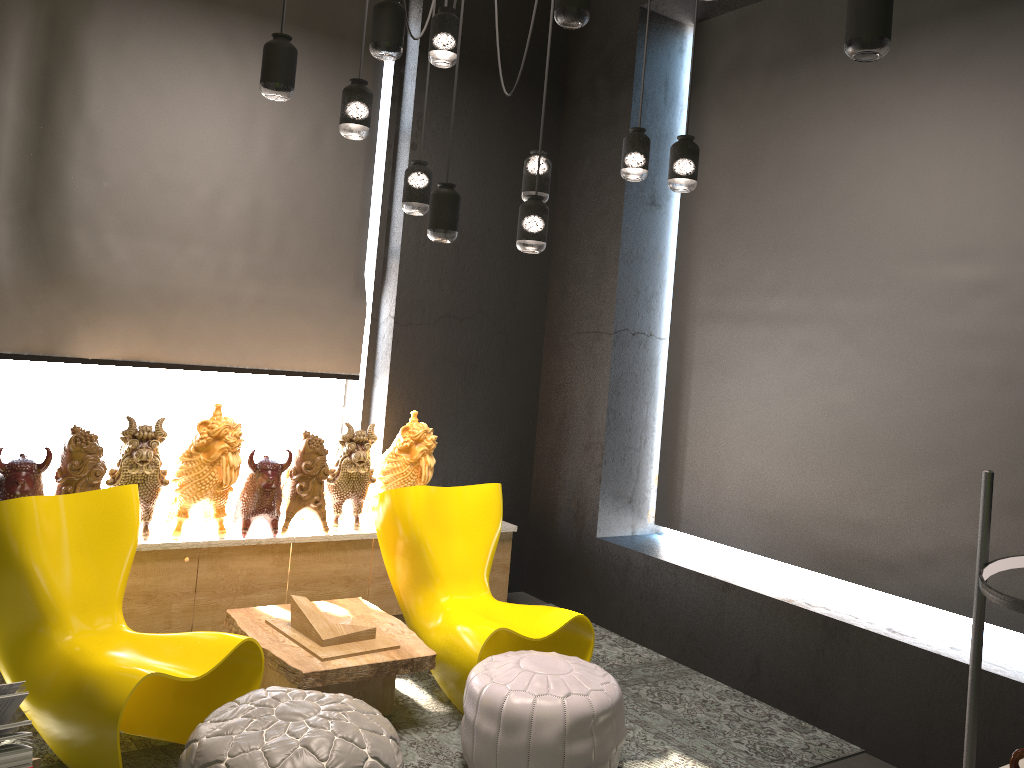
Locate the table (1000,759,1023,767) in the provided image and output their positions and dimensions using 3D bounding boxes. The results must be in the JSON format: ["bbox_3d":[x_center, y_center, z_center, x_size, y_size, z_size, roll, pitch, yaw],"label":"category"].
[{"bbox_3d":[1.689,0.915,0.473,0.984,0.120,2.912,4,2,-35],"label":"table"}]

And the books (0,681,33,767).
[{"bbox_3d":[-1.285,0.713,1.834,0.483,0.233,0.399,6,1,42],"label":"books"}]

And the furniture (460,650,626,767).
[{"bbox_3d":[0.117,1.253,3.306,0.613,0.420,0.611,4,1,-40],"label":"furniture"}]

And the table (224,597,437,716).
[{"bbox_3d":[-0.777,1.197,3.736,0.692,0.309,0.831,4,2,-35],"label":"table"}]

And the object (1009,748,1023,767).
[{"bbox_3d":[0.914,0.692,1.538,0.087,0.102,0.077,5,-1,-11],"label":"object"}]

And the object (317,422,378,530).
[{"bbox_3d":[-0.908,0.483,4.762,0.270,0.580,0.431,6,-1,-42],"label":"object"}]

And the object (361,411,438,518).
[{"bbox_3d":[-0.636,0.465,4.934,0.306,0.656,0.470,6,-1,-30],"label":"object"}]

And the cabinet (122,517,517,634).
[{"bbox_3d":[-1.223,1.016,4.590,2.721,0.531,0.405,4,0,-35],"label":"cabinet"}]

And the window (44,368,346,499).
[{"bbox_3d":[-1.927,-0.930,4.985,2.301,3.174,0.051,5,-2,-34],"label":"window"}]

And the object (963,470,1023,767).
[{"bbox_3d":[0.802,0.448,1.334,0.239,0.603,0.239,5,-2,-8],"label":"object"}]

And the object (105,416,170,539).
[{"bbox_3d":[-1.787,0.428,4.157,0.270,0.580,0.431,6,-1,-42],"label":"object"}]

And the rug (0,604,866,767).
[{"bbox_3d":[-0.446,1.376,3.710,3.585,0.010,2.195,4,2,-35],"label":"rug"}]

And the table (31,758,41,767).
[{"bbox_3d":[-1.315,1.055,1.898,0.494,0.620,0.735,5,0,-34],"label":"table"}]

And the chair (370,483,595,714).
[{"bbox_3d":[-0.214,0.937,4.120,0.656,0.898,1.072,6,0,-40],"label":"chair"}]

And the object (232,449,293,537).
[{"bbox_3d":[-1.286,0.527,4.483,0.219,0.441,0.463,6,0,-30],"label":"object"}]

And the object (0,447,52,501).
[{"bbox_3d":[-2.164,0.472,3.878,0.219,0.441,0.463,6,0,-30],"label":"object"}]

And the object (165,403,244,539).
[{"bbox_3d":[-1.514,0.410,4.329,0.306,0.656,0.470,6,-1,-30],"label":"object"}]

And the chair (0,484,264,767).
[{"bbox_3d":[-1.529,0.854,3.225,1.071,0.898,0.656,5,-1,25],"label":"chair"}]

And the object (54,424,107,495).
[{"bbox_3d":[-1.986,0.441,4.057,0.248,0.546,0.476,6,-1,-27],"label":"object"}]

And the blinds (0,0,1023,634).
[{"bbox_3d":[-3.637,-1.101,2.884,12.692,3.317,3.525,5,0,-14],"label":"blinds"}]

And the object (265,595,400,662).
[{"bbox_3d":[-0.748,0.977,3.683,0.349,0.136,0.521,4,2,-40],"label":"object"}]

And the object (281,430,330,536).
[{"bbox_3d":[-1.108,0.496,4.662,0.248,0.546,0.476,6,-1,-27],"label":"object"}]

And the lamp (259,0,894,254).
[{"bbox_3d":[0.480,-1.615,2.742,2.846,2.277,2.671,5,0,9],"label":"lamp"}]

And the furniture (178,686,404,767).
[{"bbox_3d":[-0.677,1.195,2.753,0.677,0.383,0.680,4,1,-34],"label":"furniture"}]
